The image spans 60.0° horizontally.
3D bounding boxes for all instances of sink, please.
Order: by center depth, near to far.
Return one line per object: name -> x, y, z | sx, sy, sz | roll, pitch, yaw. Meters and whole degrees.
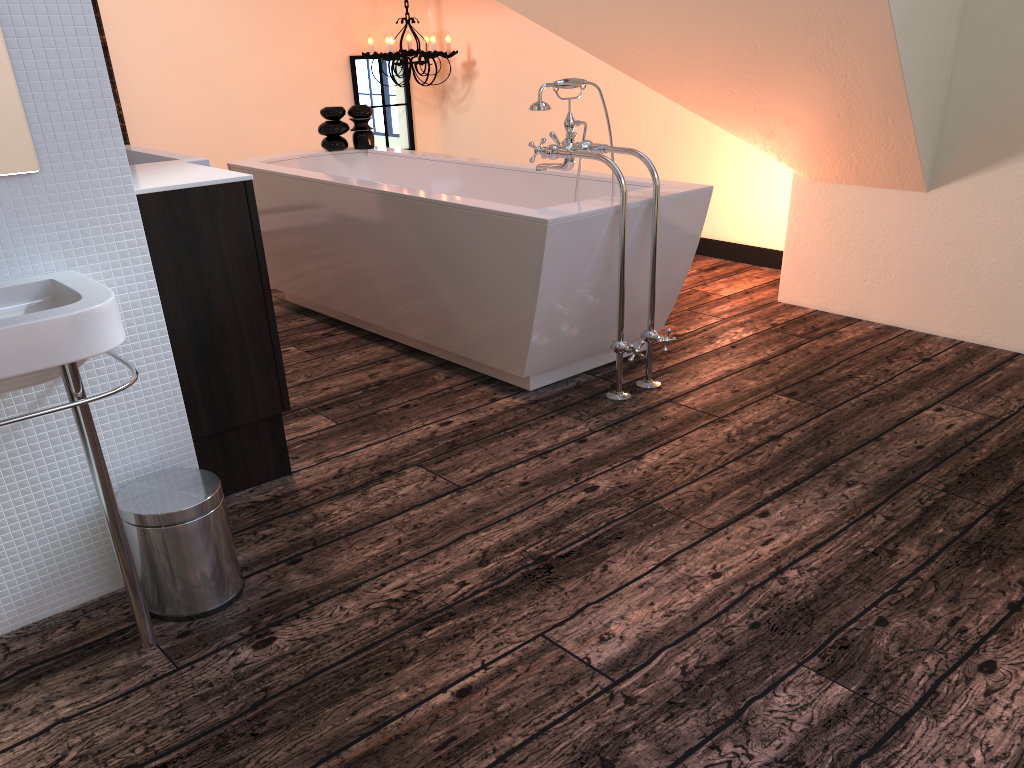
sink -> -0.987, 0.247, 1.613 | 0.676, 0.797, 0.343 | -22, 31, -37

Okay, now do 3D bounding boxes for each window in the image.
window -> -0.868, -2.079, 5.964 | 0.446, 0.712, 0.045 | -22, 32, -36

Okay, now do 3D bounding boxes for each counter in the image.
counter -> -1.365, -0.655, 2.802 | 0.439, 0.301, 1.840 | -22, 31, -37

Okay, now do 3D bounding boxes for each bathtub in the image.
bathtub -> -0.328, -0.636, 3.730 | 0.793, 0.704, 2.198 | -22, 31, -37

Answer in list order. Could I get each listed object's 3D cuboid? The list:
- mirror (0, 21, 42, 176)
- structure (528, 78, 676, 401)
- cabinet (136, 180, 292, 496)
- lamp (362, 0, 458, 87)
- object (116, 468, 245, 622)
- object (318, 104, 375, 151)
mirror -> -1.120, -0.941, 1.197 | 0.599, 1.297, 0.011 | -22, 32, -36
structure -> 0.286, -0.536, 2.987 | 0.383, 1.137, 0.547 | -14, 27, -24
cabinet -> -1.376, -0.347, 2.926 | 0.383, 0.937, 1.841 | -22, 31, -37
lamp -> -0.655, -2.633, 5.424 | 0.538, 1.142, 0.609 | -16, 28, -27
object -> -0.733, 0.394, 1.970 | 0.222, 0.311, 0.219 | 4, 25, 13
object -> -0.806, -1.385, 4.309 | 0.276, 0.232, 0.154 | -7, 25, -10
